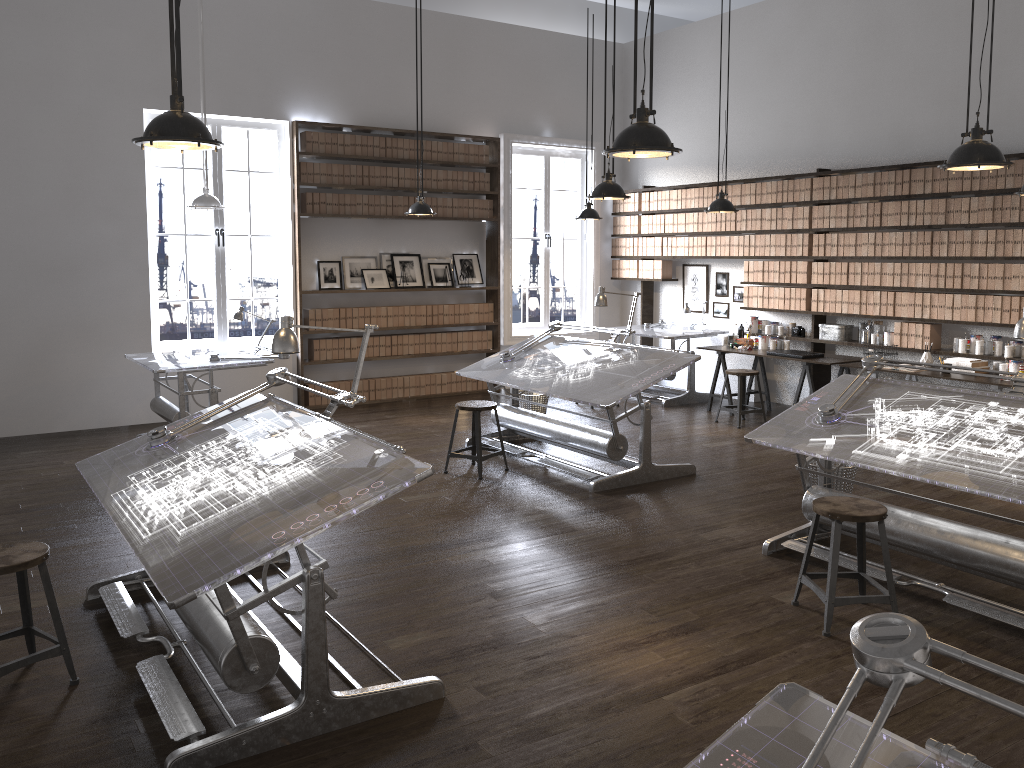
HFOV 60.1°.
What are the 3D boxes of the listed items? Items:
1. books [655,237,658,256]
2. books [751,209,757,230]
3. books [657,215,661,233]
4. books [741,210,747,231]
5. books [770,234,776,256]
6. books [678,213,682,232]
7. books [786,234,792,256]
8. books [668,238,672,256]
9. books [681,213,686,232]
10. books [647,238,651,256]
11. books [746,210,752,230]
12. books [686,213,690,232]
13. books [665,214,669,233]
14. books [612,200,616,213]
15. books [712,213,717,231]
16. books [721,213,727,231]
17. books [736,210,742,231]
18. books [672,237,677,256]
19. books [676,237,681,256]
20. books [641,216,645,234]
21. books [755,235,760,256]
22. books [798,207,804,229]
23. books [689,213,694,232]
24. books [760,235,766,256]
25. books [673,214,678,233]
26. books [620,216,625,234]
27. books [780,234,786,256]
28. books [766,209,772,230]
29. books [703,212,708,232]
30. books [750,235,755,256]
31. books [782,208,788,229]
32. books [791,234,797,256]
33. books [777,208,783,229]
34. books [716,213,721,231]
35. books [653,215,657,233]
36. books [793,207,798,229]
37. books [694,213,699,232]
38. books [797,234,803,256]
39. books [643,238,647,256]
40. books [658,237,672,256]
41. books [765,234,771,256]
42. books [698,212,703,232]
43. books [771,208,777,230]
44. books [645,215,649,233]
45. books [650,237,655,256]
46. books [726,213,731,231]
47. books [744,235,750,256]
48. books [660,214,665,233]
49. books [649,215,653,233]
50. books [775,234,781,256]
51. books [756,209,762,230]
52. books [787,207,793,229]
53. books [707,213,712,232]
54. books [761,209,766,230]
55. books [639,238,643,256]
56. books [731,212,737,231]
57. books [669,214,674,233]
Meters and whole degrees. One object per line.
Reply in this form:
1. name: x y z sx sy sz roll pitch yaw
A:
1. books: 1.815 -1.664 10.733 0.175 0.224 0.067 -4 7 -33
2. books: 2.641 -1.746 9.444 0.175 0.224 0.067 -4 7 -33
3. books: 1.832 -1.926 10.687 0.175 0.224 0.067 -4 7 -33
4. books: 2.560 -1.763 9.560 0.175 0.224 0.067 -4 7 -33
5. books: 2.784 -1.447 9.243 0.175 0.224 0.067 -4 7 -33
6. books: 2.028 -1.882 10.384 0.175 0.224 0.067 -4 7 -33
7. books: 2.894 -1.424 9.080 0.175 0.224 0.067 -4 7 -33
8. books: 1.940 -1.628 10.536 0.175 0.225 0.067 -4 7 -33
9. books: 2.060 -1.874 10.325 0.175 0.225 0.067 -4 7 -33
10. books: 1.739 -1.682 10.855 0.175 0.224 0.067 -4 7 -33
11. books: 2.602 -1.754 9.504 0.175 0.224 0.067 -4 7 -33
12. books: 2.100 -1.866 10.272 0.175 0.224 0.067 -4 7 -33
13. books: 1.913 -1.908 10.562 0.175 0.224 0.067 -4 7 -33
14. books: 1.376 -2.307 11.350 0.175 0.225 0.067 -4 7 -33
15. books: 2.323 -1.815 9.920 0.175 0.224 0.067 -4 7 -33
16. books: 2.401 -1.799 9.809 0.175 0.224 0.067 -4 7 -33
17. books: 2.525 -1.772 9.622 0.175 0.224 0.067 -4 7 -33
18. books: 1.982 -1.620 10.480 0.175 0.224 0.067 -4 7 -33
19. books: 2.021 -1.612 10.422 0.175 0.224 0.067 -4 7 -33
20. books: 1.680 -1.959 10.914 0.175 0.224 0.067 -4 7 -33
21. books: 2.672 -1.473 9.423 0.175 0.224 0.067 -4 7 -33
22. books: 2.969 -1.671 8.934 0.175 0.224 0.067 -4 7 -33
23. books: 2.133 -1.858 10.218 0.175 0.224 0.067 -4 7 -33
24. books: 2.708 -1.465 9.364 0.175 0.224 0.067 -4 7 -33
25. books: 1.990 -1.891 10.444 0.175 0.224 0.067 -4 7 -33
26. books: 1.461 -2.014 11.250 0.175 0.224 0.067 -4 7 -33
27. books: 2.852 -1.431 9.133 0.175 0.225 0.067 -4 7 -33
28. books: 2.745 -1.721 9.278 0.175 0.224 0.067 -4 7 -33
29. books: 2.252 -1.833 10.043 0.175 0.224 0.067 -4 7 -33
30. books: 2.630 -1.482 9.479 0.175 0.224 0.067 -4 7 -33
31. books: 2.864 -1.696 9.103 0.175 0.224 0.067 -4 7 -33
32. books: 2.932 -1.415 9.021 0.175 0.224 0.067 -4 7 -33
33. books: 2.825 -1.704 9.160 0.175 0.224 0.067 -4 7 -33
34. books: 2.363 -1.806 9.860 0.175 0.225 0.067 -4 7 -33
35. books: 1.794 -1.934 10.740 0.175 0.224 0.067 -4 7 -33
36. books: 2.937 -1.679 8.987 0.175 0.224 0.067 -4 7 -33
37. books: 2.171 -1.849 10.157 0.175 0.225 0.067 -4 7 -33
38. books: 2.967 -1.406 8.959 0.175 0.224 0.067 -4 7 -33
39. books: 1.698 -1.690 10.911 0.175 0.224 0.067 -4 7 -33
40. books: 1.846 -1.656 10.678 0.175 0.225 0.067 -4 7 -33
41. books: 2.743 -1.456 9.303 0.175 0.225 0.067 -4 7 -33
42. books: 2.213 -1.841 10.100 0.175 0.224 0.067 -4 7 -33
43. books: 2.783 -1.713 9.217 0.175 0.225 0.067 -4 7 -33
44. books: 1.717 -1.950 10.851 0.175 0.224 0.067 -4 7 -33
45. books: 1.775 -1.673 10.796 0.175 0.224 0.067 -4 7 -33
46. books: 2.444 -1.790 9.747 0.175 0.224 0.067 -4 7 -33
47. books: 2.588 -1.490 9.538 0.175 0.224 0.067 -4 7 -33
48. books: 1.868 -1.917 10.622 0.175 0.225 0.067 -4 7 -33
49. books: 1.756 -1.942 10.791 0.175 0.225 0.067 -4 7 -33
50. books: 2.820 -1.440 9.192 0.175 0.224 0.067 -4 7 -33
51. books: 2.672 -1.737 9.385 0.175 0.225 0.067 -4 7 -33
52. books: 2.896 -1.687 9.041 0.175 0.225 0.067 -4 7 -33
53. books: 2.287 -1.824 9.982 0.175 0.224 0.067 -4 7 -33
54. books: 2.712 -1.729 9.331 0.175 0.224 0.067 -4 7 -33
55. books: 1.656 -1.699 10.970 0.175 0.224 0.067 -4 7 -33
56. books: 2.480 -1.780 9.682 0.175 0.225 0.067 -4 7 -33
57. books: 1.948 -1.899 10.501 0.175 0.224 0.067 -4 7 -33
